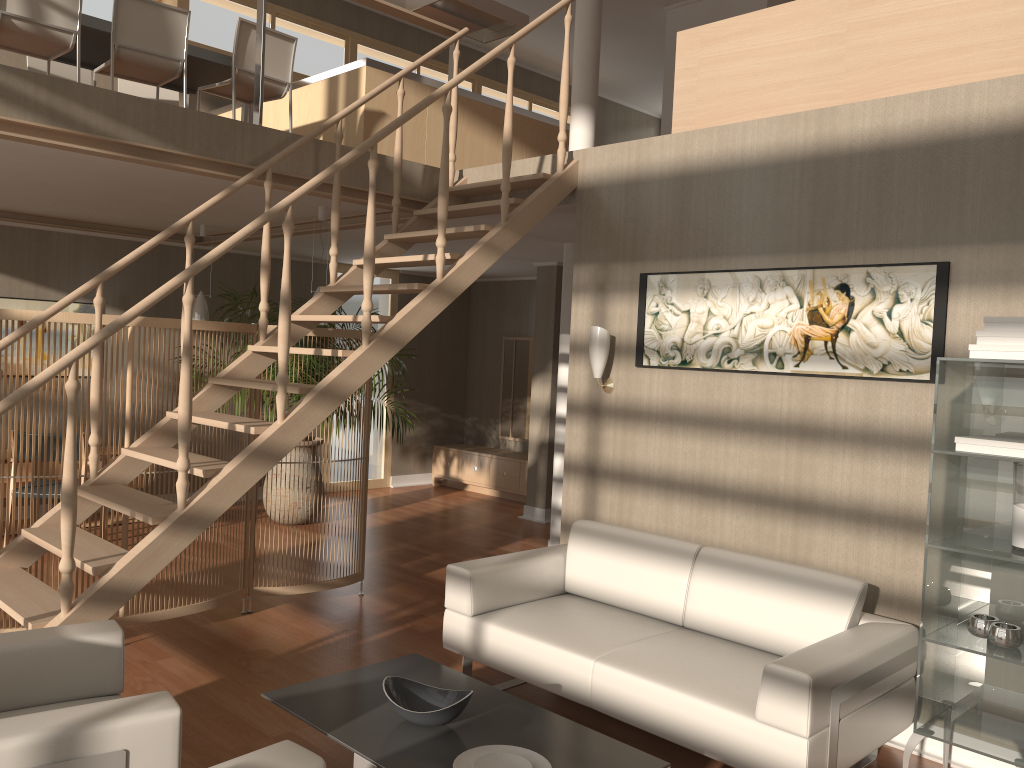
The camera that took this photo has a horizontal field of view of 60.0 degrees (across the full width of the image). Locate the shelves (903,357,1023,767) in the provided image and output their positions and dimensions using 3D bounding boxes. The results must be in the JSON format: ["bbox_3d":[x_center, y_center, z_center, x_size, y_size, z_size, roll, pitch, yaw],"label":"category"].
[{"bbox_3d":[1.649,0.720,3.018,0.403,1.600,0.400,1,3,-45],"label":"shelves"}]

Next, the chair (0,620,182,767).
[{"bbox_3d":[-1.488,1.024,2.434,0.905,0.740,0.900,1,2,-35],"label":"chair"}]

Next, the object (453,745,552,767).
[{"bbox_3d":[-0.028,1.145,2.630,0.294,0.020,0.294,3,2,17],"label":"object"}]

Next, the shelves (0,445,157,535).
[{"bbox_3d":[-3.693,0.833,6.879,1.600,0.590,0.658,1,3,-45],"label":"shelves"}]

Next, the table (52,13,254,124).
[{"bbox_3d":[-2.721,-1.852,5.749,1.800,0.740,0.900,1,3,-45],"label":"table"}]

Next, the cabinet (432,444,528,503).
[{"bbox_3d":[-0.064,0.984,9.636,0.500,0.458,1.911,1,3,-45],"label":"cabinet"}]

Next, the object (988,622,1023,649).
[{"bbox_3d":[1.651,0.843,2.968,0.103,0.066,0.103,2,2,-26],"label":"object"}]

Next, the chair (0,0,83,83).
[{"bbox_3d":[-2.697,-1.853,4.921,0.430,0.796,0.496,1,3,-45],"label":"chair"}]

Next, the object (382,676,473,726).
[{"bbox_3d":[-0.285,1.069,2.968,0.317,0.125,0.223,3,2,17],"label":"object"}]

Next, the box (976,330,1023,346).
[{"bbox_3d":[1.693,-0.149,2.970,0.200,0.047,0.200,1,3,-45],"label":"box"}]

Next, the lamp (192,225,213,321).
[{"bbox_3d":[-2.545,-0.904,7.274,0.139,0.800,0.139,3,2,19],"label":"lamp"}]

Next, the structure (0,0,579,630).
[{"bbox_3d":[-1.134,-0.443,4.226,3.150,3.578,1.000,1,3,-45],"label":"structure"}]

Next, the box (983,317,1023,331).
[{"bbox_3d":[1.695,-0.197,2.967,0.168,0.047,0.168,1,3,-45],"label":"box"}]

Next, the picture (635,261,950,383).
[{"bbox_3d":[1.200,-0.291,4.097,0.018,0.487,1.531,1,3,-45],"label":"picture"}]

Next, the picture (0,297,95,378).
[{"bbox_3d":[-3.975,-0.374,7.113,1.317,0.633,0.010,1,3,-45],"label":"picture"}]

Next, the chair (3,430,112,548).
[{"bbox_3d":[-3.253,0.749,6.343,0.582,0.856,0.509,3,2,-5],"label":"chair"}]

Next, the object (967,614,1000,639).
[{"bbox_3d":[1.631,0.838,3.065,0.103,0.066,0.103,2,2,-26],"label":"object"}]

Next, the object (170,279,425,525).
[{"bbox_3d":[-1.884,0.262,7.683,2.109,2.304,2.157,4,2,34],"label":"object"}]

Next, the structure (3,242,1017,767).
[{"bbox_3d":[0.505,0.106,5.730,10.775,2.533,8.342,1,3,-45],"label":"structure"}]

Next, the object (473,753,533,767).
[{"bbox_3d":[-0.028,1.143,2.630,0.178,0.020,0.178,2,2,-6],"label":"object"}]

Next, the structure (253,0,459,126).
[{"bbox_3d":[-2.750,-1.934,5.758,3.300,0.900,3.475,1,3,-45],"label":"structure"}]

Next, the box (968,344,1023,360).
[{"bbox_3d":[1.692,-0.102,2.969,0.232,0.047,0.232,1,3,-45],"label":"box"}]

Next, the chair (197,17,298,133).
[{"bbox_3d":[-1.714,-1.833,5.680,0.496,0.796,0.430,4,3,40],"label":"chair"}]

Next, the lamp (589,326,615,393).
[{"bbox_3d":[0.476,-0.128,4.731,0.153,0.353,0.112,1,3,-45],"label":"lamp"}]

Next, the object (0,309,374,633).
[{"bbox_3d":[-1.677,0.436,4.708,2.229,1.542,0.233,1,3,-40],"label":"object"}]

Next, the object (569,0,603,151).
[{"bbox_3d":[0.569,-2.563,6.708,0.200,2.400,0.200,1,3,-45],"label":"object"}]

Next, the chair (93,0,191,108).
[{"bbox_3d":[-2.254,-1.847,5.353,0.430,0.796,0.496,1,3,-40],"label":"chair"}]

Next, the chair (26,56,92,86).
[{"bbox_3d":[-3.001,-1.906,6.052,0.496,0.796,0.430,4,3,40],"label":"chair"}]

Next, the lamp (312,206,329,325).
[{"bbox_3d":[-1.306,-0.803,6.031,0.139,0.800,0.139,2,2,-9],"label":"lamp"}]

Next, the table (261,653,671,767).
[{"bbox_3d":[-0.206,1.282,2.952,0.700,0.293,1.260,1,3,-45],"label":"table"}]

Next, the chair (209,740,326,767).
[{"bbox_3d":[-0.519,1.099,1.569,0.900,0.740,0.905,4,3,40],"label":"chair"}]

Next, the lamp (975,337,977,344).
[{"bbox_3d":[1.826,-0.018,3.377,0.153,0.353,0.112,1,3,-45],"label":"lamp"}]

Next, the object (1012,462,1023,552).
[{"bbox_3d":[1.742,0.413,2.965,0.129,0.291,0.129,3,2,17],"label":"object"}]

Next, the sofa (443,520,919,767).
[{"bbox_3d":[0.626,1.078,3.734,0.905,0.740,1.781,1,3,-45],"label":"sofa"}]

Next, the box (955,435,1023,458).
[{"bbox_3d":[1.661,0.210,2.987,0.232,0.047,0.232,1,3,-40],"label":"box"}]

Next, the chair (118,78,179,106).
[{"bbox_3d":[-2.603,-1.901,6.460,0.430,0.796,0.496,1,2,-35],"label":"chair"}]
